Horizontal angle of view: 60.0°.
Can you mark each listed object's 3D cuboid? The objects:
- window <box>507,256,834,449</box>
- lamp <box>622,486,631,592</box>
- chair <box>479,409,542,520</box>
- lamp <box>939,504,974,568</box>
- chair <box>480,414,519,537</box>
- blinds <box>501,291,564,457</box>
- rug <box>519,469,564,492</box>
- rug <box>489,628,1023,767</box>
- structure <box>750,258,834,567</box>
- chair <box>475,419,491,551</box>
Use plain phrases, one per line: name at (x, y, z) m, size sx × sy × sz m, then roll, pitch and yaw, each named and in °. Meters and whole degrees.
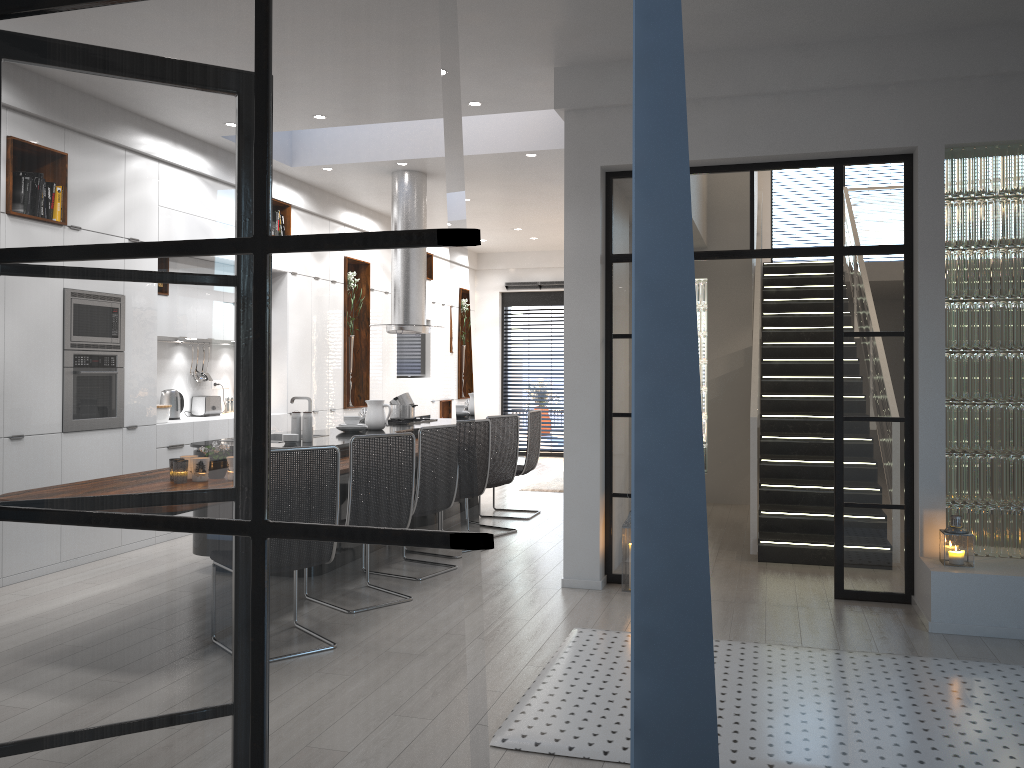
window at (4.107, -1.424, 14.041) m, size 8.566 × 5.062 × 0.462 m, roll 0°, pitch -1°, yaw 15°
lamp at (0.786, 0.976, 5.645) m, size 0.148 × 0.665 × 0.157 m, roll 0°, pitch -1°, yaw 16°
chair at (-0.030, 0.758, 8.589) m, size 0.537 × 1.018 × 0.471 m, roll 0°, pitch 0°, yaw 16°
lamp at (2.466, 0.834, 4.919) m, size 0.149 × 0.329 × 0.155 m, roll 0°, pitch 0°, yaw 16°
chair at (-0.289, 0.770, 7.661) m, size 0.536 × 1.018 × 0.471 m, roll 0°, pitch -1°, yaw 36°
blinds at (1.104, -0.171, 14.542) m, size 2.585 × 2.721 × 0.358 m, roll 0°, pitch -1°, yaw 16°
rug at (1.188, 1.221, 11.313) m, size 1.623 × 0.020 × 2.519 m, roll 0°, pitch 1°, yaw 16°
rug at (1.212, 1.323, 3.712) m, size 2.276 × 0.020 × 1.585 m, roll 0°, pitch 1°, yaw 16°
structure at (3.443, -0.516, 8.051) m, size 2.393 × 3.602 × 5.801 m, roll 0°, pitch 0°, yaw 16°
chair at (-0.514, 0.780, 6.879) m, size 0.536 × 1.018 × 0.471 m, roll 0°, pitch 0°, yaw 31°
